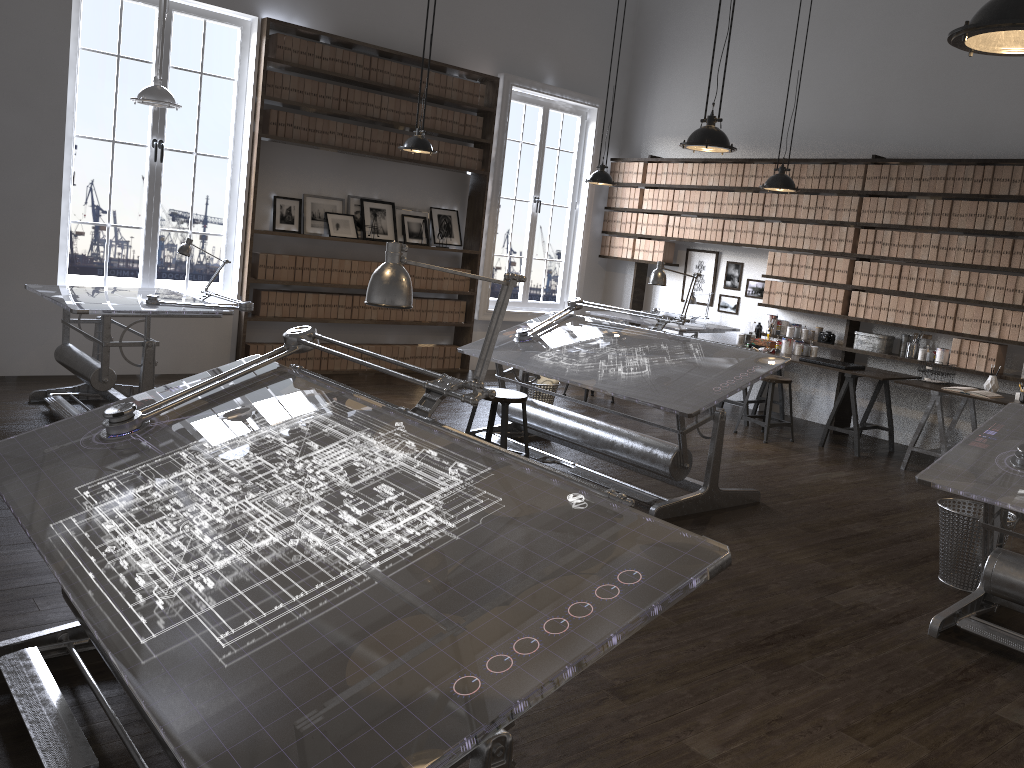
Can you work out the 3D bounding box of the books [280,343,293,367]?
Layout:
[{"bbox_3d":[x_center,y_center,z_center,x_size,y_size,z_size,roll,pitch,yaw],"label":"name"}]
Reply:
[{"bbox_3d":[-2.059,-0.250,8.039,0.067,0.224,0.176,1,9,-40],"label":"books"}]

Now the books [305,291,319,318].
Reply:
[{"bbox_3d":[-1.850,-0.729,8.123,0.066,0.224,0.176,1,9,-40],"label":"books"}]

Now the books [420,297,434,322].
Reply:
[{"bbox_3d":[-0.877,-0.754,8.934,0.067,0.224,0.176,1,9,-40],"label":"books"}]

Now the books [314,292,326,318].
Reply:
[{"bbox_3d":[-1.796,-0.729,8.162,0.067,0.224,0.176,1,9,-40],"label":"books"}]

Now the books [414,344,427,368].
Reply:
[{"bbox_3d":[-0.945,-0.281,8.980,0.066,0.224,0.176,1,9,-40],"label":"books"}]

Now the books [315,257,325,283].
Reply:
[{"bbox_3d":[-1.790,-1.046,8.109,0.066,0.224,0.175,1,9,-40],"label":"books"}]

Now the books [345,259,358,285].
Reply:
[{"bbox_3d":[-1.526,-1.052,8.324,0.067,0.224,0.176,1,9,-40],"label":"books"}]

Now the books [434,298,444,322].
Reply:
[{"bbox_3d":[-0.776,-0.757,9.023,0.066,0.224,0.176,1,9,-40],"label":"books"}]

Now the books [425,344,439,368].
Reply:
[{"bbox_3d":[-0.834,-0.283,9.068,0.066,0.224,0.175,1,9,-40],"label":"books"}]

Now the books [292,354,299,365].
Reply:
[{"bbox_3d":[-2.011,-0.253,8.087,0.066,0.224,0.176,1,9,-40],"label":"books"}]

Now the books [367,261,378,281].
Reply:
[{"bbox_3d":[-1.367,-1.056,8.460,0.066,0.224,0.175,1,9,-40],"label":"books"}]

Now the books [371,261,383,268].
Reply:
[{"bbox_3d":[-1.309,-1.057,8.504,0.066,0.224,0.176,1,9,-40],"label":"books"}]

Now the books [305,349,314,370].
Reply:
[{"bbox_3d":[-1.900,-0.255,8.174,0.066,0.224,0.175,1,9,-40],"label":"books"}]

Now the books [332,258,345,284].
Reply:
[{"bbox_3d":[-1.632,-1.050,8.240,0.066,0.224,0.176,1,9,-40],"label":"books"}]

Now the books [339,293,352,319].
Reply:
[{"bbox_3d":[-1.585,-0.736,8.347,0.066,0.224,0.176,1,9,-40],"label":"books"}]

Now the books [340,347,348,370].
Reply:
[{"bbox_3d":[-1.631,-0.261,8.397,0.067,0.224,0.176,1,9,-40],"label":"books"}]

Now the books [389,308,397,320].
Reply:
[{"bbox_3d":[-1.199,-0.746,8.667,0.066,0.224,0.176,1,9,-40],"label":"books"}]

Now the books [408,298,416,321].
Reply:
[{"bbox_3d":[-1.039,-0.750,8.800,0.066,0.224,0.175,1,9,-40],"label":"books"}]

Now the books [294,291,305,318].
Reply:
[{"bbox_3d":[-1.951,-0.725,8.033,0.067,0.224,0.176,1,9,-40],"label":"books"}]

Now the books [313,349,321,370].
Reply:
[{"bbox_3d":[-1.849,-0.257,8.224,0.066,0.224,0.176,1,9,-40],"label":"books"}]

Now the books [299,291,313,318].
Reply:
[{"bbox_3d":[-1.897,-0.727,8.081,0.066,0.224,0.176,1,9,-40],"label":"books"}]

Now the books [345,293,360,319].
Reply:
[{"bbox_3d":[-1.524,-0.736,8.391,0.067,0.224,0.176,1,9,-40],"label":"books"}]

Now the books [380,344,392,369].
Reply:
[{"bbox_3d":[-1.260,-0.273,8.718,0.066,0.224,0.175,1,9,-40],"label":"books"}]

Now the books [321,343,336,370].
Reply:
[{"bbox_3d":[-1.734,-0.260,8.319,0.066,0.224,0.176,1,9,-40],"label":"books"}]

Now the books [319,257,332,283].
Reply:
[{"bbox_3d":[-1.736,-1.047,8.155,0.066,0.224,0.176,1,9,-40],"label":"books"}]

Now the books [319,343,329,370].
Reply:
[{"bbox_3d":[-1.788,-0.258,8.268,0.067,0.224,0.176,1,9,-40],"label":"books"}]

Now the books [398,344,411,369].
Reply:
[{"bbox_3d":[-1.094,-0.276,8.852,0.066,0.224,0.176,1,9,-40],"label":"books"}]

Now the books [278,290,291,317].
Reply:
[{"bbox_3d":[-2.062,-0.723,7.947,0.066,0.224,0.175,1,9,-40],"label":"books"}]

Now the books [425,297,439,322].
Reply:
[{"bbox_3d":[-0.823,-0.755,8.982,0.066,0.224,0.176,1,9,-40],"label":"books"}]

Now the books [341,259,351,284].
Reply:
[{"bbox_3d":[-1.583,-1.051,8.279,0.066,0.224,0.176,1,9,-40],"label":"books"}]

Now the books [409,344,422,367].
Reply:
[{"bbox_3d":[-0.993,-0.278,8.933,0.067,0.224,0.176,1,9,-40],"label":"books"}]

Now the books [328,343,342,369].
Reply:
[{"bbox_3d":[-1.683,-0.261,8.360,0.066,0.224,0.176,1,9,-40],"label":"books"}]

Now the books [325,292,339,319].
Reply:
[{"bbox_3d":[-1.693,-0.733,8.255,0.066,0.224,0.175,1,9,-40],"label":"books"}]

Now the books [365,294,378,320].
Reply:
[{"bbox_3d":[-1.363,-0.741,8.529,0.066,0.224,0.175,1,9,-40],"label":"books"}]

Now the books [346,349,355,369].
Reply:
[{"bbox_3d":[-1.576,-0.263,8.444,0.066,0.224,0.176,1,9,-40],"label":"books"}]

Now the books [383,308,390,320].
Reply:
[{"bbox_3d":[-1.257,-0.744,8.620,0.066,0.224,0.176,1,9,-40],"label":"books"}]

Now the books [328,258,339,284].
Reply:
[{"bbox_3d":[-1.680,-1.047,8.193,0.067,0.224,0.176,1,9,-40],"label":"books"}]

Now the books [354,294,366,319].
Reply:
[{"bbox_3d":[-1.471,-0.739,8.443,0.066,0.224,0.176,1,9,-40],"label":"books"}]

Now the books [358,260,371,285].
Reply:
[{"bbox_3d":[-1.422,-1.056,8.419,0.066,0.224,0.175,1,9,-40],"label":"books"}]

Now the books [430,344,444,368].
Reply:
[{"bbox_3d":[-0.782,-0.285,9.118,0.066,0.224,0.176,1,9,-40],"label":"books"}]

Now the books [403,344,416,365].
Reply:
[{"bbox_3d":[-1.047,-0.278,8.893,0.066,0.224,0.176,1,9,-40],"label":"books"}]

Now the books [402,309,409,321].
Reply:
[{"bbox_3d":[-1.092,-0.748,8.751,0.066,0.224,0.176,1,9,-40],"label":"books"}]

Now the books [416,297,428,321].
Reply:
[{"bbox_3d":[-0.933,-0.753,8.891,0.066,0.224,0.176,1,9,-40],"label":"books"}]

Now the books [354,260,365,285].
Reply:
[{"bbox_3d":[-1.475,-1.054,8.372,0.066,0.224,0.176,1,9,-40],"label":"books"}]

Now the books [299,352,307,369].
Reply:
[{"bbox_3d":[-1.957,-0.254,8.132,0.066,0.224,0.175,1,9,-40],"label":"books"}]

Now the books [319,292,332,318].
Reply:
[{"bbox_3d":[-1.748,-0.732,8.210,0.066,0.224,0.176,1,9,-40],"label":"books"}]

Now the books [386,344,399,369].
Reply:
[{"bbox_3d":[-1.205,-0.274,8.761,0.066,0.224,0.176,1,9,-40],"label":"books"}]

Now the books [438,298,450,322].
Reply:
[{"bbox_3d":[-0.722,-0.757,9.063,0.067,0.224,0.176,1,9,-40],"label":"books"}]

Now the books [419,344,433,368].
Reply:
[{"bbox_3d":[-0.891,-0.282,9.026,0.066,0.224,0.175,1,9,-40],"label":"books"}]

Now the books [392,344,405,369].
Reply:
[{"bbox_3d":[-1.149,-0.275,8.804,0.067,0.224,0.176,1,9,-40],"label":"books"}]

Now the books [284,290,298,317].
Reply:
[{"bbox_3d":[-2.008,-0.724,7.991,0.066,0.224,0.176,1,9,-40],"label":"books"}]

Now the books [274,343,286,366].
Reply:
[{"bbox_3d":[-2.113,-0.250,7.999,0.066,0.224,0.176,1,9,-40],"label":"books"}]

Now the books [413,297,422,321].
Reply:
[{"bbox_3d":[-0.988,-0.752,8.848,0.066,0.224,0.175,1,9,-40],"label":"books"}]

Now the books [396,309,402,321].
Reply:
[{"bbox_3d":[-1.148,-0.746,8.705,0.067,0.224,0.176,1,9,-40],"label":"books"}]

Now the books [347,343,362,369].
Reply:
[{"bbox_3d":[-1.523,-0.265,8.493,0.066,0.224,0.175,1,9,-40],"label":"books"}]
